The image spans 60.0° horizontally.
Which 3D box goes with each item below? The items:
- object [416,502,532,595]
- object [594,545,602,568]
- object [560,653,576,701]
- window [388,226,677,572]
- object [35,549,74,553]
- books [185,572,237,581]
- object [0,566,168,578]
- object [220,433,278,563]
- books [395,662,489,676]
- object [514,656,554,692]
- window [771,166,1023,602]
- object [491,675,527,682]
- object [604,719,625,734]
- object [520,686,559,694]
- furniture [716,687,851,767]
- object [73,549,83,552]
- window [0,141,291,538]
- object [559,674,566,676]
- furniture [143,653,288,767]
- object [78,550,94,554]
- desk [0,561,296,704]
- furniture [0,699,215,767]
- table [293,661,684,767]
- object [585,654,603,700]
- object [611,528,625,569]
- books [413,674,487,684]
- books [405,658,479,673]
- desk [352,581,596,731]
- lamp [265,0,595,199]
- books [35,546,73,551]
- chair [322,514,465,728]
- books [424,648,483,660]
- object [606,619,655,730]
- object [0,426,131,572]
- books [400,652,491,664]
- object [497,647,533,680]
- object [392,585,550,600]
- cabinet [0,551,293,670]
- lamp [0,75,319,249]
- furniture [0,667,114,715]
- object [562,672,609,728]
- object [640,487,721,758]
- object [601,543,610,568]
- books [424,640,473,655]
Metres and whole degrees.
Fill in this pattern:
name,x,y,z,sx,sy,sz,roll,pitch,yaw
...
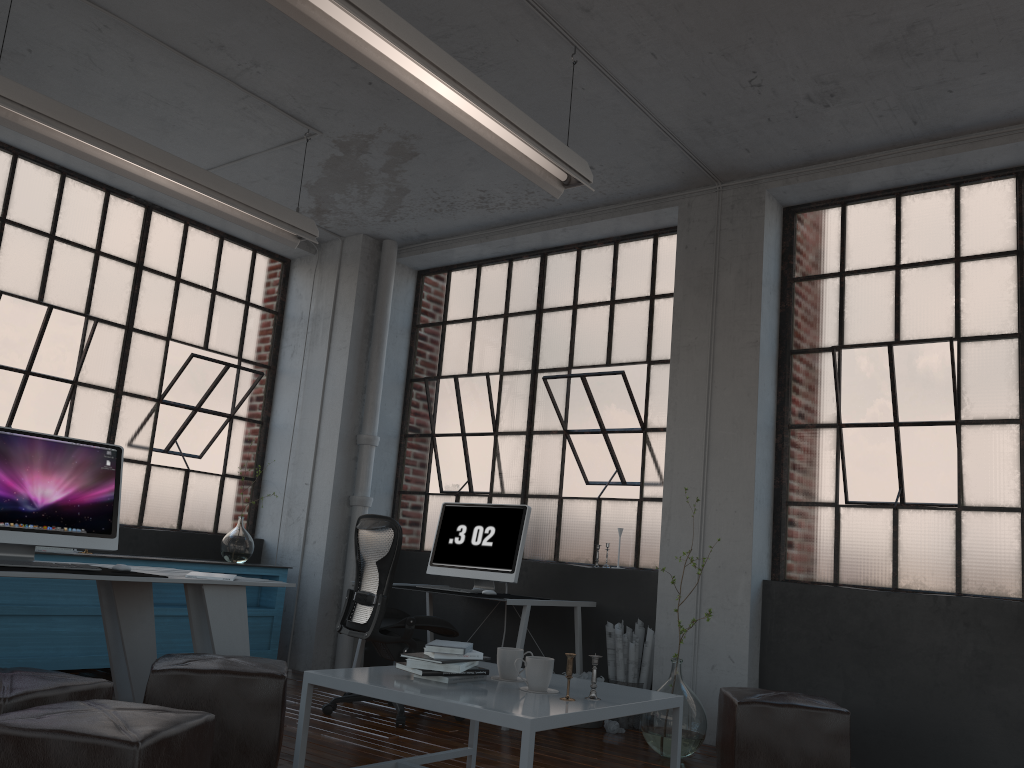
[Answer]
name,x,y,z,sx,sy,sz,roll,pitch,yaw
object,-0.263,1.006,5.498,0.715,0.550,0.378,-4,-14,38
object,0.548,1.098,5.679,0.055,0.152,0.055,5,-10,-3
object,0.191,0.977,2.959,0.053,0.148,0.053,7,-10,-12
window,0.146,0.129,6.364,2.592,2.379,0.672,-3,-13,37
object,-2.686,0.953,5.088,0.187,0.014,0.254,-4,-14,36
books,-1.383,0.885,4.086,0.205,0.019,0.244,7,-12,-12
object,-1.964,0.752,3.634,0.688,0.008,0.852,-4,-15,38
object,-1.826,0.811,6.327,0.434,0.935,0.233,1,-11,19
books,-0.253,1.030,3.208,0.274,0.025,0.210,12,-14,-32
object,0.084,1.013,3.096,0.101,0.109,0.130,-6,-15,45
window,2.617,-0.032,4.531,2.592,2.379,0.672,-3,-13,37
object,-0.011,1.111,3.343,0.138,0.003,0.138,12,-13,-31
object,0.565,1.914,4.938,0.125,0.106,0.096,7,-11,-11
object,0.095,1.071,3.101,0.138,0.003,0.138,12,-13,-31
furniture,1.158,1.576,3.840,0.503,0.458,0.506,4,-11,4
object,-2.710,0.920,5.539,0.084,0.255,0.085,2,-10,14
window,-2.671,-0.165,6.101,0.670,2.379,2.602,-3,-13,36
object,0.233,1.791,5.036,0.107,0.279,0.294,10,-12,-27
furniture,-1.104,1.253,3.293,0.503,0.458,0.505,8,-11,-14
object,-2.595,0.991,5.410,0.088,0.084,0.089,-5,-14,41
desk,-2.106,1.106,3.693,1.076,0.701,2.086,-3,-14,36
furniture,-1.086,1.065,2.292,0.471,0.429,0.473,4,-11,6
table,-0.063,1.298,3.161,0.973,0.442,0.995,-4,-14,36
object,0.281,0.997,3.026,0.055,0.152,0.055,2,-10,14
object,0.682,1.045,5.636,0.084,0.255,0.084,11,-12,-30
books,-0.225,1.059,3.222,0.171,0.028,0.219,-4,-14,36
books,-0.249,1.008,3.212,0.200,0.031,0.273,2,-12,12
desk,-0.272,1.626,5.448,1.227,0.685,0.937,-3,-14,36
lamp,-0.228,-1.363,3.387,0.202,0.625,1.885,-3,-14,36
books,-2.688,0.939,5.087,0.187,0.014,0.249,-3,-14,35
chair,-0.649,1.311,5.054,0.771,1.080,0.795,-4,-14,40
books,-0.213,0.975,3.206,0.185,0.026,0.126,10,-12,-22
object,0.702,1.687,5.200,0.293,0.624,0.275,7,-10,-11
object,-1.942,0.475,3.685,0.377,0.550,0.717,-3,-14,38
books,-0.240,0.992,3.221,0.200,0.014,0.276,-4,-14,36
object,0.000,1.060,3.362,0.101,0.109,0.130,-6,-15,45
object,-0.290,1.282,5.448,0.849,0.008,0.690,-4,-15,38
cabinet,-2.493,1.428,5.476,0.627,0.729,2.272,-3,-14,36
lamp,-1.715,-1.081,4.375,0.202,0.204,1.885,-3,-14,36
furniture,-1.565,1.099,2.676,0.480,0.437,0.482,2,-11,16
object,0.407,1.813,5.129,0.290,0.292,0.292,6,-11,-5
object,0.888,1.155,4.352,0.330,1.333,0.621,8,-11,-16
object,0.609,1.101,5.681,0.066,0.159,0.066,9,-11,-21
books,-0.226,0.948,3.194,0.141,0.026,0.203,3,-12,7
